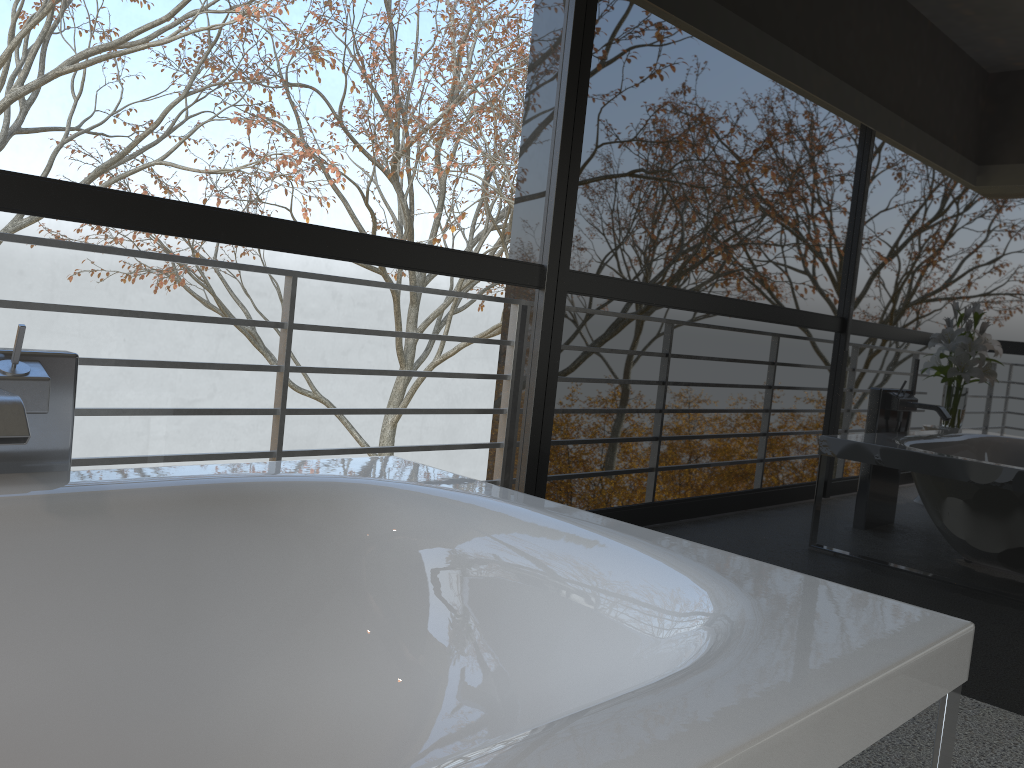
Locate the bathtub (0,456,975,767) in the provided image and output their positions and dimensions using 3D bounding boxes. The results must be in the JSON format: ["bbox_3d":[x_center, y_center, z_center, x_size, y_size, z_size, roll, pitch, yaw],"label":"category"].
[{"bbox_3d":[-0.521,0.484,1.023,1.328,0.504,1.958,10,5,44],"label":"bathtub"}]

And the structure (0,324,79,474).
[{"bbox_3d":[-0.903,0.227,1.463,0.330,0.884,0.402,9,5,44],"label":"structure"}]
